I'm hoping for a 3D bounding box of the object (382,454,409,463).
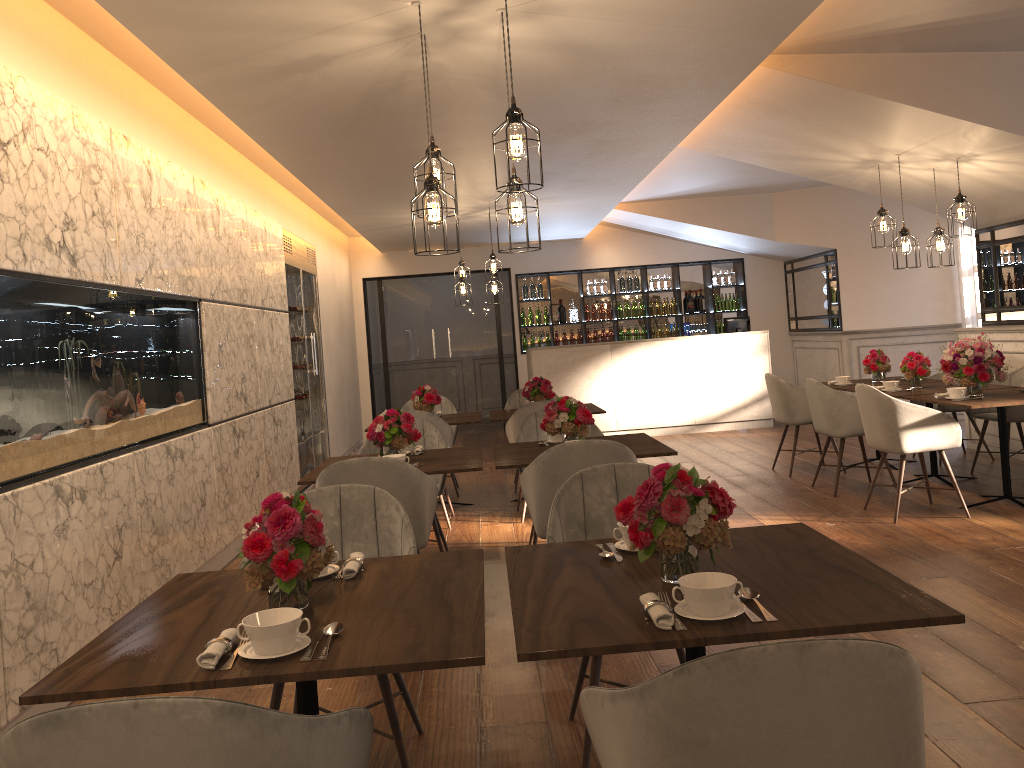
[{"bbox_3d":[-0.589,0.395,4.422,0.148,0.072,0.148,-2,3,41],"label":"object"}]

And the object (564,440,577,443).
[{"bbox_3d":[0.327,0.325,4.455,0.148,0.072,0.148,-2,3,41],"label":"object"}]

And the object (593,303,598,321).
[{"bbox_3d":[1.196,-1.038,12.743,0.065,0.261,0.065,-4,0,-23],"label":"object"}]

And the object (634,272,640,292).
[{"bbox_3d":[1.794,-1.478,12.737,0.075,0.310,0.075,-4,0,9],"label":"object"}]

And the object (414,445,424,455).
[{"bbox_3d":[-0.531,0.376,5.033,0.056,0.039,0.176,-4,3,-2],"label":"object"}]

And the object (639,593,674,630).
[{"bbox_3d":[0.306,0.478,1.878,0.056,0.039,0.176,-4,3,-2],"label":"object"}]

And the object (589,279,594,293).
[{"bbox_3d":[1.136,-1.404,12.714,0.069,0.208,0.040,-4,0,-2],"label":"object"}]

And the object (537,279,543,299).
[{"bbox_3d":[0.402,-1.373,12.687,0.075,0.310,0.075,-4,0,45],"label":"object"}]

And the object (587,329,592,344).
[{"bbox_3d":[1.113,-0.668,12.737,0.065,0.261,0.065,-4,0,-23],"label":"object"}]

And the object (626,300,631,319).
[{"bbox_3d":[1.677,-1.075,12.761,0.065,0.263,0.065,-4,0,-23],"label":"object"}]

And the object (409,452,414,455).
[{"bbox_3d":[-0.565,0.386,5.022,0.025,0.024,0.193,-4,3,-2],"label":"object"}]

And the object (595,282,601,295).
[{"bbox_3d":[1.239,-1.375,12.717,0.070,0.190,0.041,-4,0,-2],"label":"object"}]

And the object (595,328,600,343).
[{"bbox_3d":[1.223,-0.676,12.741,0.065,0.261,0.065,-4,0,-23],"label":"object"}]

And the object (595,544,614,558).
[{"bbox_3d":[0.251,0.464,2.466,0.043,0.015,0.197,-4,3,-6],"label":"object"}]

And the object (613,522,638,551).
[{"bbox_3d":[0.361,0.425,2.490,0.148,0.072,0.148,-5,3,-24],"label":"object"}]

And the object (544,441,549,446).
[{"bbox_3d":[0.196,0.340,5.033,0.022,0.004,0.211,-4,3,-2],"label":"object"}]

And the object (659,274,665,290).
[{"bbox_3d":[2.161,-1.468,12.750,0.070,0.236,0.041,-4,0,-2],"label":"object"}]

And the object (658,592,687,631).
[{"bbox_3d":[0.340,0.482,1.889,0.025,0.024,0.193,-4,3,-2],"label":"object"}]

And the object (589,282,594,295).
[{"bbox_3d":[1.139,-1.367,12.713,0.070,0.190,0.041,-4,0,-2],"label":"object"}]

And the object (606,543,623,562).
[{"bbox_3d":[0.287,0.467,2.460,0.022,0.004,0.211,-4,3,-2],"label":"object"}]

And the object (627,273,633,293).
[{"bbox_3d":[1.690,-1.470,12.733,0.075,0.310,0.075,-4,0,9],"label":"object"}]

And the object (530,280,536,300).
[{"bbox_3d":[0.298,-1.365,12.683,0.075,0.310,0.075,-4,0,41],"label":"object"}]

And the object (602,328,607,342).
[{"bbox_3d":[1.333,-0.684,12.745,0.065,0.261,0.065,-4,0,-23],"label":"object"}]

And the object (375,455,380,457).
[{"bbox_3d":[-0.756,0.406,5.005,0.043,0.015,0.197,-4,3,-6],"label":"object"}]

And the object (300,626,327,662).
[{"bbox_3d":[-0.418,0.550,1.879,0.022,0.004,0.211,-4,3,-2],"label":"object"}]

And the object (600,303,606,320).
[{"bbox_3d":[1.306,-1.046,12.747,0.065,0.261,0.065,-4,0,-23],"label":"object"}]

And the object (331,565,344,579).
[{"bbox_3d":[-0.474,0.513,2.450,0.025,0.024,0.193,-4,3,-2],"label":"object"}]

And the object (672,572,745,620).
[{"bbox_3d":[0.418,0.453,1.883,0.148,0.072,0.148,-5,3,-24],"label":"object"}]

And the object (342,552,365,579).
[{"bbox_3d":[-0.440,0.503,2.461,0.056,0.039,0.176,-4,3,-2],"label":"object"}]

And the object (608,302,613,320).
[{"bbox_3d":[1.416,-1.054,12.751,0.065,0.261,0.065,-4,0,-23],"label":"object"}]

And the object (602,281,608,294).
[{"bbox_3d":[1.339,-1.383,12.721,0.070,0.190,0.041,-4,0,-2],"label":"object"}]

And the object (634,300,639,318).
[{"bbox_3d":[1.787,-1.083,12.765,0.065,0.263,0.065,-4,0,-23],"label":"object"}]

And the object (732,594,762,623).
[{"bbox_3d":[0.497,0.480,1.912,0.022,0.004,0.211,-4,3,-2],"label":"object"}]

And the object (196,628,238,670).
[{"bbox_3d":[-0.610,0.548,1.845,0.056,0.039,0.176,-4,3,-2],"label":"object"}]

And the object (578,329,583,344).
[{"bbox_3d":[0.987,-0.658,12.733,0.065,0.261,0.065,-4,0,-23],"label":"object"}]

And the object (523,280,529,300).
[{"bbox_3d":[0.194,-1.357,12.679,0.075,0.310,0.075,-4,0,23],"label":"object"}]

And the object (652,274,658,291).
[{"bbox_3d":[2.060,-1.460,12.747,0.070,0.236,0.041,-4,0,-2],"label":"object"}]

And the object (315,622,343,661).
[{"bbox_3d":[-0.391,0.542,1.873,0.043,0.015,0.197,-4,3,2],"label":"object"}]

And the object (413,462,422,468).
[{"bbox_3d":[-0.474,0.414,4.445,0.043,0.015,0.197,-4,3,-6],"label":"object"}]

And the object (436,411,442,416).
[{"bbox_3d":[-0.619,0.252,7.530,0.056,0.039,0.176,-4,3,-2],"label":"object"}]

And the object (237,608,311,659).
[{"bbox_3d":[-0.498,0.522,1.850,0.148,0.072,0.148,-5,3,-24],"label":"object"}]

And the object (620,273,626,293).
[{"bbox_3d":[1.586,-1.462,12.729,0.075,0.310,0.075,-4,0,30],"label":"object"}]

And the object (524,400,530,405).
[{"bbox_3d":[0.182,0.174,7.559,0.148,0.072,0.148,-3,3,21],"label":"object"}]

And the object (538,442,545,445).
[{"bbox_3d":[0.160,0.336,5.038,0.043,0.015,0.197,-4,3,-6],"label":"object"}]

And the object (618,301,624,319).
[{"bbox_3d":[1.567,-1.066,12.757,0.065,0.261,0.065,-4,0,-23],"label":"object"}]

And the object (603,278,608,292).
[{"bbox_3d":[1.337,-1.419,12.721,0.069,0.208,0.040,-4,0,-2],"label":"object"}]

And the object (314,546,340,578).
[{"bbox_3d":[-0.555,0.495,2.457,0.148,0.072,0.148,-5,3,-24],"label":"object"}]

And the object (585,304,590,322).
[{"bbox_3d":[1.086,-1.029,12.739,0.065,0.261,0.065,-4,0,-23],"label":"object"}]

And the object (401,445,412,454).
[{"bbox_3d":[-0.646,0.367,5.029,0.148,0.072,0.148,-2,3,41],"label":"object"}]

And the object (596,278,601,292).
[{"bbox_3d":[1.236,-1.411,12.717,0.069,0.208,0.040,-4,0,-2],"label":"object"}]

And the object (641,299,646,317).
[{"bbox_3d":[1.897,-1.092,12.769,0.065,0.263,0.065,-4,0,-23],"label":"object"}]

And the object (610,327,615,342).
[{"bbox_3d":[1.443,-0.693,12.749,0.065,0.261,0.065,-4,0,-23],"label":"object"}]

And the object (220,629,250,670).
[{"bbox_3d":[-0.575,0.552,1.856,0.025,0.024,0.193,-4,3,-2],"label":"object"}]

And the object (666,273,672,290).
[{"bbox_3d":[2.261,-1.475,12.754,0.070,0.236,0.041,-4,0,-2],"label":"object"}]

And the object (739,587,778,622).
[{"bbox_3d":[0.532,0.472,1.906,0.043,0.015,0.197,-4,3,-6],"label":"object"}]

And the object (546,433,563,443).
[{"bbox_3d":[0.270,0.298,5.062,0.148,0.072,0.148,-2,3,41],"label":"object"}]
